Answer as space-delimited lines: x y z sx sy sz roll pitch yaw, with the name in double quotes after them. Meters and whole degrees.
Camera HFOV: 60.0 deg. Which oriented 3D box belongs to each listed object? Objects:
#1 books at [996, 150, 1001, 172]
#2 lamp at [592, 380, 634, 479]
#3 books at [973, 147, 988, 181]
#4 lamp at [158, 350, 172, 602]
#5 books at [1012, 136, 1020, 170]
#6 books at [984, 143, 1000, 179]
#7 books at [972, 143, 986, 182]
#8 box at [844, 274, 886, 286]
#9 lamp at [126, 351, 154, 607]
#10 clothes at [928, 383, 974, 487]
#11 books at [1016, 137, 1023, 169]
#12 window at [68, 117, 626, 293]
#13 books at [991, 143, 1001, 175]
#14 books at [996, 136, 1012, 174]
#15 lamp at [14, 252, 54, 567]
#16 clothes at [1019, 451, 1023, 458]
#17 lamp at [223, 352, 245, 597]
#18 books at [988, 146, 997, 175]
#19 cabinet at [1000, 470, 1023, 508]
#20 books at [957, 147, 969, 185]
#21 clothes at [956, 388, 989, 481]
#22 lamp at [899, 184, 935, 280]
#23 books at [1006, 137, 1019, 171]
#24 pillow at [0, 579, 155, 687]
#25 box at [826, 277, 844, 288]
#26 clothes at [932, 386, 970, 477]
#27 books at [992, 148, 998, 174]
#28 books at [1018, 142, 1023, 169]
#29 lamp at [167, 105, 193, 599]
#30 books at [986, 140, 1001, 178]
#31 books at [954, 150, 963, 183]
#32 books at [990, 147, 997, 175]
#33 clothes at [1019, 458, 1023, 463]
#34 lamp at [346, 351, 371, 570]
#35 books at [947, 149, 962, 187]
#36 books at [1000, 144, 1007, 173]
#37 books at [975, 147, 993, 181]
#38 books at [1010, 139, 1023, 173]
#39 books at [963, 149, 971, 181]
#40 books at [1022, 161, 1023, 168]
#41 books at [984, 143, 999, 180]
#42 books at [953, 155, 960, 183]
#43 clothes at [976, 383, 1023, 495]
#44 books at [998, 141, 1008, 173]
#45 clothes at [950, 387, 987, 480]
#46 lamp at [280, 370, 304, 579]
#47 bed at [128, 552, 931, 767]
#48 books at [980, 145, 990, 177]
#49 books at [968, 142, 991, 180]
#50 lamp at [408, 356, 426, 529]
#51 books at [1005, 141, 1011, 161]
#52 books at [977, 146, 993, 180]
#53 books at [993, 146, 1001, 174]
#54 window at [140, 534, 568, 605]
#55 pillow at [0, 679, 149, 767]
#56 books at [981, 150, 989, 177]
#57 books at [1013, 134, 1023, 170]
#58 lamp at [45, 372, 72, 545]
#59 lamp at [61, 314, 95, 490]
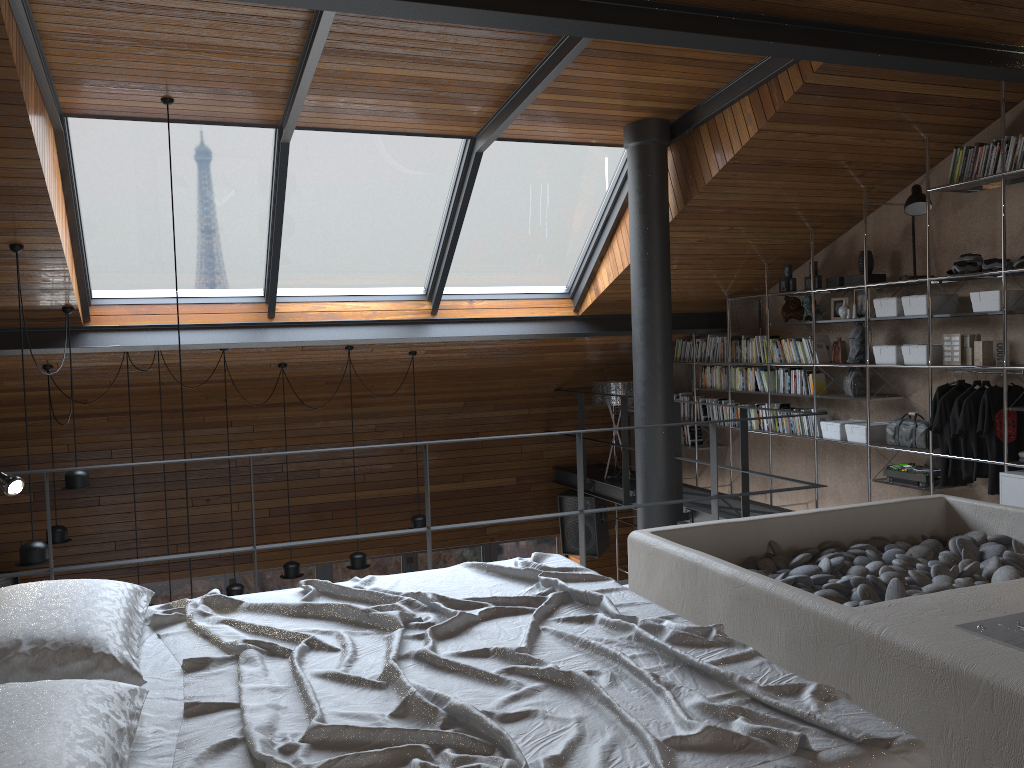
3.002 -1.357 5.395 0.112 0.173 0.054 -3 3 -21 "books"
1.087 0.474 9.243 0.475 1.002 0.475 -2 3 3 "lamp"
2.953 -1.374 5.546 0.127 0.197 0.063 -3 3 -21 "books"
-2.629 0.774 6.721 0.210 2.273 0.210 -1 3 16 "lamp"
3.064 -1.377 5.298 0.137 0.213 0.068 -3 3 -21 "books"
2.984 -1.374 5.470 0.125 0.204 0.072 -3 3 -21 "books"
2.958 -1.389 5.567 0.129 0.226 0.069 -3 3 -21 "books"
2.620 -0.769 6.583 0.208 0.079 0.207 -3 3 -24 "box"
-2.897 0.708 6.786 0.210 2.036 0.210 -1 3 16 "lamp"
2.935 0.330 5.853 0.424 0.689 0.090 -3 3 -22 "clothes"
3.064 -1.363 5.272 0.126 0.194 0.064 -3 3 -21 "books"
-1.090 -1.254 6.589 3.818 1.031 1.213 -3 3 -21 "window"
2.992 -1.369 5.418 0.111 0.194 0.059 -3 3 -21 "books"
3.008 -1.382 5.376 0.122 0.227 0.076 -3 3 -21 "books"
-2.884 0.141 5.257 0.210 1.854 0.210 -1 3 16 "lamp"
3.175 0.420 5.278 0.221 0.050 0.196 -3 3 -19 "clothes"
-2.290 0.744 7.199 0.210 2.034 0.210 -1 3 16 "lamp"
2.986 -1.362 5.439 0.117 0.180 0.059 -3 3 -21 "books"
3.230 0.808 5.167 0.435 0.561 0.527 -3 3 -21 "cabinet"
2.927 -1.394 5.673 0.148 0.229 0.073 -3 3 -21 "books"
3.002 0.315 5.633 0.488 0.586 0.074 -3 3 -28 "clothes"
2.791 -1.045 6.130 0.233 0.660 0.322 0 3 32 "lamp"
3.041 -1.371 5.323 0.131 0.202 0.068 -3 3 -21 "books"
-1.225 0.656 2.345 0.509 0.173 0.842 -3 3 -21 "pillow"
2.548 -0.776 6.789 0.208 0.079 0.207 -2 3 -8 "box"
2.934 0.309 5.808 0.488 0.586 0.074 -3 3 -28 "clothes"
2.989 -1.357 5.411 0.112 0.174 0.054 -3 3 -21 "books"
3.069 -1.367 5.255 0.123 0.201 0.071 -3 3 -21 "books"
-1.946 -0.028 5.217 0.210 3.208 0.210 -2 3 1 "lamp"
3.001 -1.382 5.453 0.161 0.220 0.074 -3 3 -21 "books"
2.914 -1.388 5.685 0.149 0.202 0.067 -3 3 -22 "books"
2.985 -1.358 5.428 0.112 0.173 0.054 -3 3 -21 "books"
3.189 0.451 5.286 0.248 0.043 0.190 -2 3 -12 "clothes"
-1.364 0.631 7.647 0.210 1.911 0.210 -1 3 16 "lamp"
2.892 -1.396 5.731 0.148 0.229 0.073 -3 3 -21 "books"
3.011 -1.356 5.361 0.112 0.173 0.054 -3 3 -21 "books"
2.967 -1.374 5.532 0.139 0.199 0.074 -3 3 -21 "books"
3.053 -1.364 5.312 0.120 0.186 0.064 -3 3 -21 "books"
2.929 -1.378 5.620 0.130 0.202 0.063 -3 3 -21 "books"
3.095 -1.396 5.234 0.143 0.264 0.088 -3 3 -21 "books"
2.988 -1.384 5.523 0.177 0.214 0.064 -3 3 -21 "books"
2.903 -1.376 5.698 0.131 0.178 0.057 -3 3 -22 "books"
3.069 0.341 5.510 0.424 0.689 0.090 -3 3 -22 "clothes"
3.006 -1.367 5.365 0.111 0.194 0.059 -3 3 -21 "books"
3.008 0.311 5.706 0.488 0.586 0.074 -3 3 -28 "clothes"
-1.970 0.692 7.763 0.210 2.002 0.210 -1 3 16 "lamp"
-0.383 0.896 2.226 2.011 0.484 1.826 -3 3 -21 "bed"
2.969 -1.372 5.496 0.127 0.197 0.063 -3 3 -21 "books"
2.949 -1.394 5.579 0.143 0.233 0.081 -3 3 -21 "books"
-0.863 0.531 8.007 0.210 1.565 0.210 -1 3 16 "lamp"
3.029 -1.366 5.351 0.138 0.189 0.065 -3 3 -21 "books"
2.958 -1.372 5.504 0.127 0.197 0.063 -3 3 -21 "books"
2.990 -1.356 5.401 0.111 0.171 0.056 -3 3 -21 "books"
-2.032 2.553 9.715 5.936 1.522 0.101 -3 3 -21 "window"
-0.901 0.682 1.511 0.502 0.176 0.837 -3 3 -21 "pillow"
2.968 -1.358 5.487 0.119 0.169 0.058 -3 3 -21 "books"
3.057 -1.375 5.282 0.133 0.215 0.070 -3 3 -21 "books"
-3.604 0.559 6.958 0.210 1.369 0.210 -1 3 16 "lamp"
-3.016 0.112 6.093 0.210 1.206 0.210 -1 3 16 "lamp"
